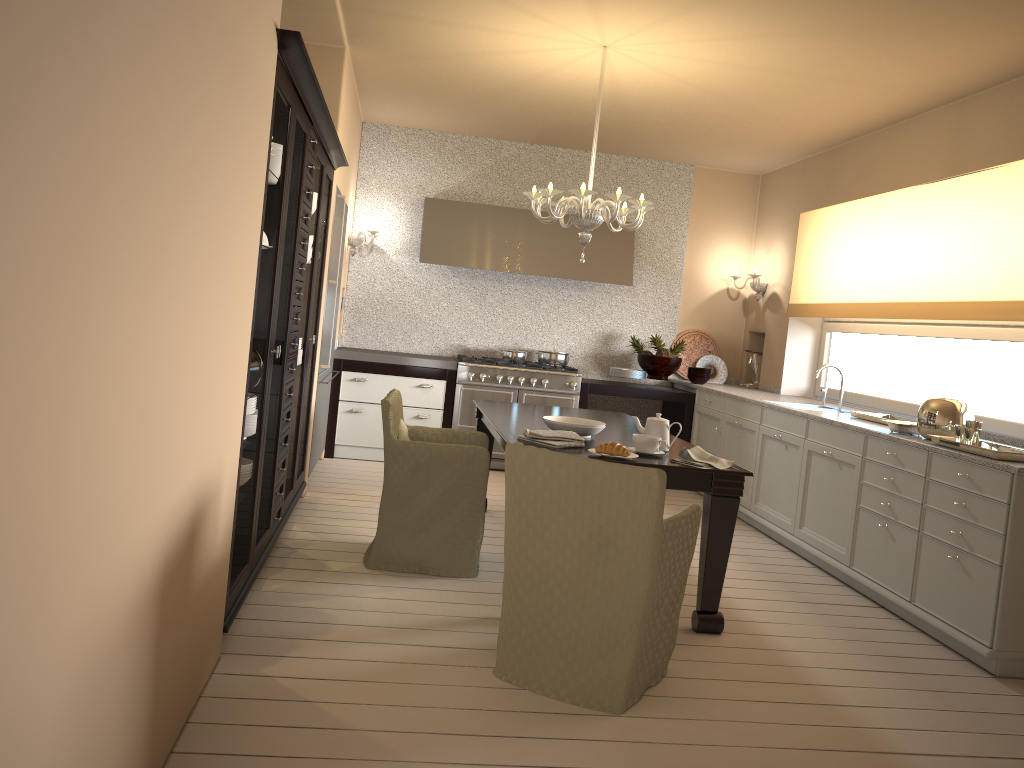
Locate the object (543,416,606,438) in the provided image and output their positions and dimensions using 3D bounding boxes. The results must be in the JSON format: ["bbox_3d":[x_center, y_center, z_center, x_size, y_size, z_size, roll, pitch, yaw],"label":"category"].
[{"bbox_3d":[0.275,0.196,3.958,0.281,0.066,0.282,5,4,-13],"label":"object"}]

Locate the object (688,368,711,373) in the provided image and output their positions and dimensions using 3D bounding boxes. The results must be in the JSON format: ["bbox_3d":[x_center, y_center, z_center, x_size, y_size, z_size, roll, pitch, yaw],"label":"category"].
[{"bbox_3d":[1.461,-0.081,6.918,0.180,0.064,0.180,6,4,0],"label":"object"}]

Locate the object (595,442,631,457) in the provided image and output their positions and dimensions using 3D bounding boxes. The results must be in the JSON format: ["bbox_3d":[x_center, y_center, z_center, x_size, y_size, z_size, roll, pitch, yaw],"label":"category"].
[{"bbox_3d":[0.388,0.249,3.402,0.138,0.051,0.062,7,3,11],"label":"object"}]

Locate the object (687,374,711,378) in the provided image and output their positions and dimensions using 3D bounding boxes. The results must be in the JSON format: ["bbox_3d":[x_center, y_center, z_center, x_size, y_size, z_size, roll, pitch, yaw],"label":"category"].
[{"bbox_3d":[1.456,-0.040,6.920,0.180,0.063,0.181,4,4,-30],"label":"object"}]

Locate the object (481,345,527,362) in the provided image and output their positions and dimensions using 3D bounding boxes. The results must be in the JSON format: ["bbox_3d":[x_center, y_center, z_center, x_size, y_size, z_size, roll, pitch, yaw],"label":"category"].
[{"bbox_3d":[-0.050,-0.241,7.038,0.371,0.090,0.198,9,5,34],"label":"object"}]

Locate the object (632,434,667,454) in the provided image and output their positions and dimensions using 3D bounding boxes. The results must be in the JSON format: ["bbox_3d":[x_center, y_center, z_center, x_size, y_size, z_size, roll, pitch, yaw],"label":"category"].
[{"bbox_3d":[0.549,0.246,3.598,0.124,0.069,0.116,5,4,-14],"label":"object"}]

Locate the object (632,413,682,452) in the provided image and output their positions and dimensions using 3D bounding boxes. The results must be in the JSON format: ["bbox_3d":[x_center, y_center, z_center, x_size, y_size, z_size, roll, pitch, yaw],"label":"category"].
[{"bbox_3d":[0.607,0.201,3.749,0.198,0.155,0.118,6,3,-1],"label":"object"}]

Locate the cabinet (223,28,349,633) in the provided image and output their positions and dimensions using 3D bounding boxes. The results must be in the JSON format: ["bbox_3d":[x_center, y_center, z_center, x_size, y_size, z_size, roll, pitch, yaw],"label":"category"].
[{"bbox_3d":[-1.314,-0.274,3.826,0.887,1.837,2.494,6,3,-8],"label":"cabinet"}]

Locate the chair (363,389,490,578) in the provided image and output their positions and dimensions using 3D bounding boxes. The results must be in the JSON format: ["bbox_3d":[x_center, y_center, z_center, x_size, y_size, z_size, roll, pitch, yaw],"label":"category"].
[{"bbox_3d":[-0.356,0.461,4.043,0.561,0.800,0.564,6,3,-1],"label":"chair"}]

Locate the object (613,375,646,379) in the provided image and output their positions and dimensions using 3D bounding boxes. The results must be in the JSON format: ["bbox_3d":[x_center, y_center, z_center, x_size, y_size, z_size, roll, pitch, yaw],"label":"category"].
[{"bbox_3d":[0.894,-0.053,6.862,0.278,0.011,0.279,4,4,-20],"label":"object"}]

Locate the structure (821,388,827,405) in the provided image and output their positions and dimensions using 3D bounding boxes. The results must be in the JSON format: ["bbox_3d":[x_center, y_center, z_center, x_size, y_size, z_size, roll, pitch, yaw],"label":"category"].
[{"bbox_3d":[2.056,0.095,5.855,0.036,0.135,0.024,6,2,-7],"label":"structure"}]

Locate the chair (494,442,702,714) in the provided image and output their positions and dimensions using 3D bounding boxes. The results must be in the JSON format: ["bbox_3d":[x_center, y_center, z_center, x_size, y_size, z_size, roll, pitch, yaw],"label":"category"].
[{"bbox_3d":[0.284,0.607,2.936,0.564,0.800,0.561,7,3,29],"label":"chair"}]

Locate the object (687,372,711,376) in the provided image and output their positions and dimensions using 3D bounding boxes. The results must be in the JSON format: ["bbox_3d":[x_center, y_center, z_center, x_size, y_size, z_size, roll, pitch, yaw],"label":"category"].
[{"bbox_3d":[1.458,-0.054,6.919,0.180,0.063,0.181,4,4,-30],"label":"object"}]

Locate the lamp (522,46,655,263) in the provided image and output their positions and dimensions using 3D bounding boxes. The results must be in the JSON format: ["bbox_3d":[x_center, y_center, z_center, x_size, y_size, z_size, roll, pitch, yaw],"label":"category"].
[{"bbox_3d":[0.421,-1.183,4.555,0.675,1.126,0.701,6,3,11],"label":"lamp"}]

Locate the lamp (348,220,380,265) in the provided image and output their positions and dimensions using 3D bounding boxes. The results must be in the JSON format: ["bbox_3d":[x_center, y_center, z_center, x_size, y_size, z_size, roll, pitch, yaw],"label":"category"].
[{"bbox_3d":[-1.146,-1.071,6.763,0.269,0.340,0.480,6,3,-9],"label":"lamp"}]

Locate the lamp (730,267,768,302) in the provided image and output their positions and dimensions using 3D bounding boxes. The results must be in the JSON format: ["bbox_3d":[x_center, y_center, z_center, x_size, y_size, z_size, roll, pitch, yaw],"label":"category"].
[{"bbox_3d":[1.946,-0.800,7.161,0.264,0.266,0.480,5,4,-9],"label":"lamp"}]

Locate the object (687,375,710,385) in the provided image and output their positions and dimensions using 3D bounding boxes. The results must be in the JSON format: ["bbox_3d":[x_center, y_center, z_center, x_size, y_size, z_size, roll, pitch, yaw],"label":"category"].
[{"bbox_3d":[1.455,-0.027,6.920,0.180,0.063,0.181,4,4,-30],"label":"object"}]

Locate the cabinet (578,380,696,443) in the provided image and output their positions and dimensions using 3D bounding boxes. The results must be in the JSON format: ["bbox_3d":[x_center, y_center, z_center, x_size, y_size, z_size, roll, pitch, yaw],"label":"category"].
[{"bbox_3d":[0.885,0.365,7.011,0.895,0.723,0.601,6,3,-7],"label":"cabinet"}]

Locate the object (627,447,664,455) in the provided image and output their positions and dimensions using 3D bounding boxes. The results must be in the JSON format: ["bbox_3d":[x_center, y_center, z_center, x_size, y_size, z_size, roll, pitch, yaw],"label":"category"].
[{"bbox_3d":[0.542,0.276,3.598,0.154,0.012,0.153,10,6,43],"label":"object"}]

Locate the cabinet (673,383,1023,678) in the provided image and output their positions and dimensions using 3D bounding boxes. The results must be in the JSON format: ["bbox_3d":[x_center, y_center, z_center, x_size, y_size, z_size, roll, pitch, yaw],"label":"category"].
[{"bbox_3d":[1.922,0.563,5.404,0.846,0.770,4.231,6,4,-8],"label":"cabinet"}]

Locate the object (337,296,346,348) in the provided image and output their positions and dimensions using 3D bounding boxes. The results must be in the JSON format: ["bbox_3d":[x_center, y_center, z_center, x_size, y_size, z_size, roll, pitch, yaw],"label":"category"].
[{"bbox_3d":[-1.373,-0.483,6.814,0.155,0.393,0.155,5,2,-19],"label":"object"}]

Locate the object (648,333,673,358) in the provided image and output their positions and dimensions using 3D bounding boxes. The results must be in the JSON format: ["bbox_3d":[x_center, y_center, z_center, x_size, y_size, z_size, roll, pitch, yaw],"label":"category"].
[{"bbox_3d":[1.166,-0.268,6.993,0.160,0.278,0.270,5,3,-26],"label":"object"}]

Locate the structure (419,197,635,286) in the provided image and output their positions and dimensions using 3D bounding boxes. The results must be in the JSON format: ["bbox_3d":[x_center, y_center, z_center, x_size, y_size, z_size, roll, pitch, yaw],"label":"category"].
[{"bbox_3d":[0.117,-1.110,6.994,1.661,0.510,0.481,5,3,-7],"label":"structure"}]

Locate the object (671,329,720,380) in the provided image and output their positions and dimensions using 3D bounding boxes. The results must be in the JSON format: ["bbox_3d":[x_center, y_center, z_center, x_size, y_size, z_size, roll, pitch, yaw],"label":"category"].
[{"bbox_3d":[1.533,-0.243,7.425,0.430,0.429,0.064,6,2,-7],"label":"object"}]

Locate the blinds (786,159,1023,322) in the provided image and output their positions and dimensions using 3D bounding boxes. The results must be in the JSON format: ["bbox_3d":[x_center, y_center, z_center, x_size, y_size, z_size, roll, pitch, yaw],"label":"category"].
[{"bbox_3d":[2.334,-0.744,4.899,0.022,0.781,3.557,6,4,-8],"label":"blinds"}]

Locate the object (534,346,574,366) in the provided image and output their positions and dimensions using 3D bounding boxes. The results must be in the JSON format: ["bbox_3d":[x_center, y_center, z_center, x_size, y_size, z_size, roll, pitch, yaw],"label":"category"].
[{"bbox_3d":[0.332,-0.229,7.036,0.266,0.145,0.265,9,5,40],"label":"object"}]

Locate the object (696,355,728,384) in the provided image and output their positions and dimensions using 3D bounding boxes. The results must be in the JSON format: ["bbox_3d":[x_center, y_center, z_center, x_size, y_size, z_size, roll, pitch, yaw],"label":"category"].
[{"bbox_3d":[1.659,-0.107,7.374,0.282,0.272,0.093,6,2,-6],"label":"object"}]

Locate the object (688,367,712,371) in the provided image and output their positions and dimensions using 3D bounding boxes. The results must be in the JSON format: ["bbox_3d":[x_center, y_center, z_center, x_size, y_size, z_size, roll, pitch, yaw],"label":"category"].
[{"bbox_3d":[1.465,-0.094,6.918,0.180,0.065,0.180,6,4,0],"label":"object"}]

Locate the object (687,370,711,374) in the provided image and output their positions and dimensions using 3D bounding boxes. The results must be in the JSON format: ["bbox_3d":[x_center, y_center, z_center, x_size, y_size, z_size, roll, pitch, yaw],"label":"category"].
[{"bbox_3d":[1.457,-0.069,6.919,0.180,0.066,0.181,5,4,-15],"label":"object"}]

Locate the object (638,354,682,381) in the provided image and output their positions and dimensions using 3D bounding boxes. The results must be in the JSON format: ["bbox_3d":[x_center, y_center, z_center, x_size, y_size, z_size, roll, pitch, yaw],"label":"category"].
[{"bbox_3d":[1.165,-0.129,7.035,0.351,0.187,0.352,4,4,-24],"label":"object"}]

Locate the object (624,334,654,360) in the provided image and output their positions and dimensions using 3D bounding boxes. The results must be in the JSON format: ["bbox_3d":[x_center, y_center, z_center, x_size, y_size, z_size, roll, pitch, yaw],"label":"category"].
[{"bbox_3d":[1.035,-0.256,7.097,0.279,0.284,0.138,8,3,39],"label":"object"}]

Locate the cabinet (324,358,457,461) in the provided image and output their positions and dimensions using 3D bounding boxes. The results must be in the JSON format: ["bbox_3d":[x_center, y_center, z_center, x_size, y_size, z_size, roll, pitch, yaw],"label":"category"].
[{"bbox_3d":[-0.922,0.194,6.762,0.895,0.723,0.638,6,3,-7],"label":"cabinet"}]

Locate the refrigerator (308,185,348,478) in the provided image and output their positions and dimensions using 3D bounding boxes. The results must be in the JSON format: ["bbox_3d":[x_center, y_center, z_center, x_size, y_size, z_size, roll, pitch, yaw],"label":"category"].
[{"bbox_3d":[-1.494,-0.380,5.729,0.741,1.732,1.105,6,3,-8],"label":"refrigerator"}]

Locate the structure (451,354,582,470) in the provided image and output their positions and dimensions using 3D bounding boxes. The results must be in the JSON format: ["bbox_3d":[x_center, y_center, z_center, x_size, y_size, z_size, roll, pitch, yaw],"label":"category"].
[{"bbox_3d":[-0.007,0.228,6.840,0.928,0.804,0.706,6,3,-7],"label":"structure"}]

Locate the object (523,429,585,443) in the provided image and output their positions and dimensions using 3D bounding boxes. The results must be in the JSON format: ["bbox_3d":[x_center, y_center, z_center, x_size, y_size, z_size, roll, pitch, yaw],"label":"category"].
[{"bbox_3d":[0.168,0.218,3.649,0.233,0.051,0.165,5,4,-7],"label":"object"}]

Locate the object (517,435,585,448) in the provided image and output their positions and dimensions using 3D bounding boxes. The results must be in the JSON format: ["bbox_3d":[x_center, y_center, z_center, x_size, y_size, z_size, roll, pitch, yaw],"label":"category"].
[{"bbox_3d":[0.159,0.234,3.614,0.164,0.026,0.232,2,5,-42],"label":"object"}]

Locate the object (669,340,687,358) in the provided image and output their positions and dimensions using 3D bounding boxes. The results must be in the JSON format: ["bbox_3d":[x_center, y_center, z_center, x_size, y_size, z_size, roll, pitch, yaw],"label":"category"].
[{"bbox_3d":[1.279,-0.231,7.107,0.275,0.284,0.139,5,3,-22],"label":"object"}]
